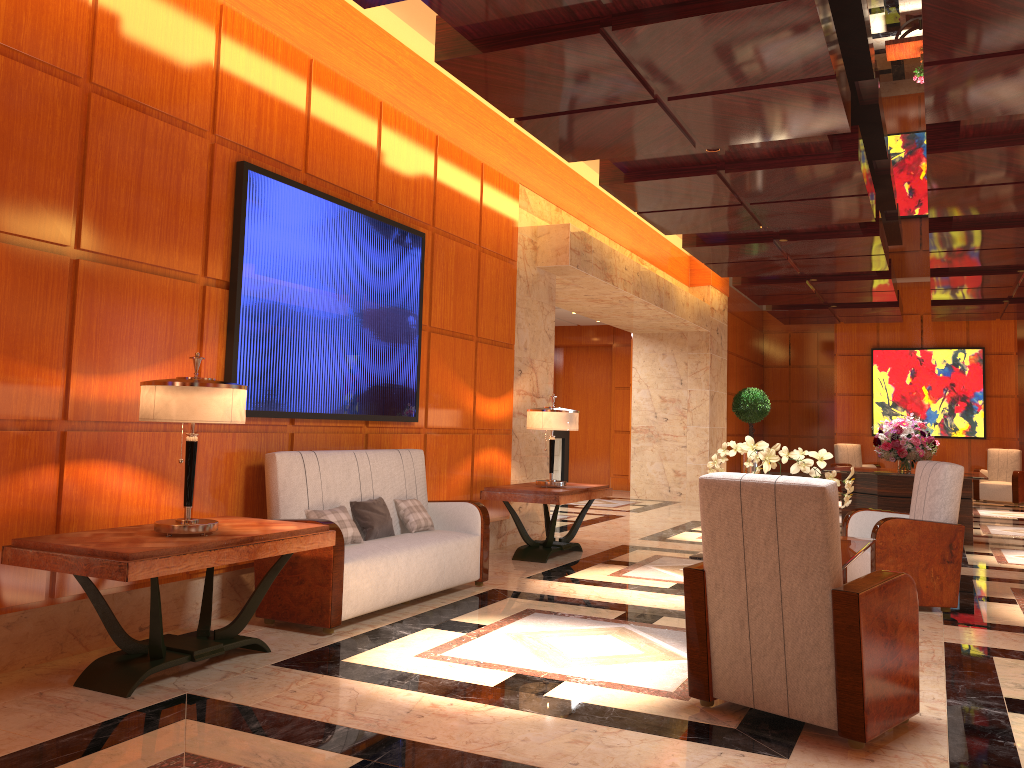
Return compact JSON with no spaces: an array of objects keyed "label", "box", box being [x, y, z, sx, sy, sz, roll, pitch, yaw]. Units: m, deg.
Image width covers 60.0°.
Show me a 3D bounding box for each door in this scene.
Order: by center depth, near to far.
[{"label":"door","box":[1.340,0.606,16.792,1.286,2.706,0.339,0,-5,25]}]

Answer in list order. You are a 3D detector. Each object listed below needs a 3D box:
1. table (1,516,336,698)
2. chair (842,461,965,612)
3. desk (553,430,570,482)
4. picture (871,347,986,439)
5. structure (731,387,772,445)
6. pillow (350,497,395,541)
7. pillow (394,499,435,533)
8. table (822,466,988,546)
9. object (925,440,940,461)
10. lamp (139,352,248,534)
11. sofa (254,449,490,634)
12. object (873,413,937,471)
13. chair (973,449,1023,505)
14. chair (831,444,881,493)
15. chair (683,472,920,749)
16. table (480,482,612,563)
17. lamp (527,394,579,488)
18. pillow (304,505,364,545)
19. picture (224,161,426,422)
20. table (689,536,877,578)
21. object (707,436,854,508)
[{"label":"table","box":[-1.487,0.972,3.996,0.725,0.608,1.267,0,-4,26]},{"label":"chair","box":[2.699,1.009,6.126,0.628,0.964,0.735,1,-4,4]},{"label":"desk","box":[-0.166,1.140,12.672,0.941,1.145,2.918,0,-4,26]},{"label":"picture","box":[8.029,0.167,17.140,1.996,1.742,0.056,0,-5,25]},{"label":"structure","box":[4.381,0.901,16.248,0.721,1.718,0.719,1,-5,4]},{"label":"pillow","box":[-0.878,0.852,5.591,0.160,0.254,0.357,0,-4,22]},{"label":"pillow","box":[-0.655,0.891,5.977,0.202,0.230,0.272,0,-4,28]},{"label":"table","box":[4.417,1.355,9.970,1.600,0.747,1.596,0,-3,26]},{"label":"object","box":[6.883,1.185,14.654,0.326,0.598,0.350,6,-6,-44]},{"label":"lamp","box":[-1.433,0.254,3.968,0.458,0.796,0.457,3,-4,-13]},{"label":"sofa","box":[-0.809,0.892,5.576,0.612,0.935,1.794,0,-4,26]},{"label":"object","box":[4.431,0.652,10.013,0.650,0.660,0.678,1,-4,17]},{"label":"chair","box":[8.779,1.649,15.926,0.737,0.964,0.627,-2,-6,44]},{"label":"chair","box":[6.580,1.633,16.970,0.737,0.964,0.627,3,-4,-15]},{"label":"chair","box":[1.149,0.844,3.575,0.737,0.964,0.627,-2,-6,44]},{"label":"table","box":[0.325,1.204,7.791,0.725,0.608,1.267,0,-4,26]},{"label":"lamp","box":[0.350,0.490,7.701,0.458,0.812,0.457,-1,-5,35]},{"label":"pillow","box":[-1.039,0.838,5.188,0.195,0.228,0.343,-1,-4,31]},{"label":"picture","box":[-1.140,-0.490,5.883,0.056,1.457,1.991,-1,-4,25]},{"label":"table","box":[1.579,1.168,4.993,0.722,0.497,1.556,0,-3,29]},{"label":"object","box":[1.493,0.605,4.959,0.788,0.619,0.416,2,-4,3]}]
